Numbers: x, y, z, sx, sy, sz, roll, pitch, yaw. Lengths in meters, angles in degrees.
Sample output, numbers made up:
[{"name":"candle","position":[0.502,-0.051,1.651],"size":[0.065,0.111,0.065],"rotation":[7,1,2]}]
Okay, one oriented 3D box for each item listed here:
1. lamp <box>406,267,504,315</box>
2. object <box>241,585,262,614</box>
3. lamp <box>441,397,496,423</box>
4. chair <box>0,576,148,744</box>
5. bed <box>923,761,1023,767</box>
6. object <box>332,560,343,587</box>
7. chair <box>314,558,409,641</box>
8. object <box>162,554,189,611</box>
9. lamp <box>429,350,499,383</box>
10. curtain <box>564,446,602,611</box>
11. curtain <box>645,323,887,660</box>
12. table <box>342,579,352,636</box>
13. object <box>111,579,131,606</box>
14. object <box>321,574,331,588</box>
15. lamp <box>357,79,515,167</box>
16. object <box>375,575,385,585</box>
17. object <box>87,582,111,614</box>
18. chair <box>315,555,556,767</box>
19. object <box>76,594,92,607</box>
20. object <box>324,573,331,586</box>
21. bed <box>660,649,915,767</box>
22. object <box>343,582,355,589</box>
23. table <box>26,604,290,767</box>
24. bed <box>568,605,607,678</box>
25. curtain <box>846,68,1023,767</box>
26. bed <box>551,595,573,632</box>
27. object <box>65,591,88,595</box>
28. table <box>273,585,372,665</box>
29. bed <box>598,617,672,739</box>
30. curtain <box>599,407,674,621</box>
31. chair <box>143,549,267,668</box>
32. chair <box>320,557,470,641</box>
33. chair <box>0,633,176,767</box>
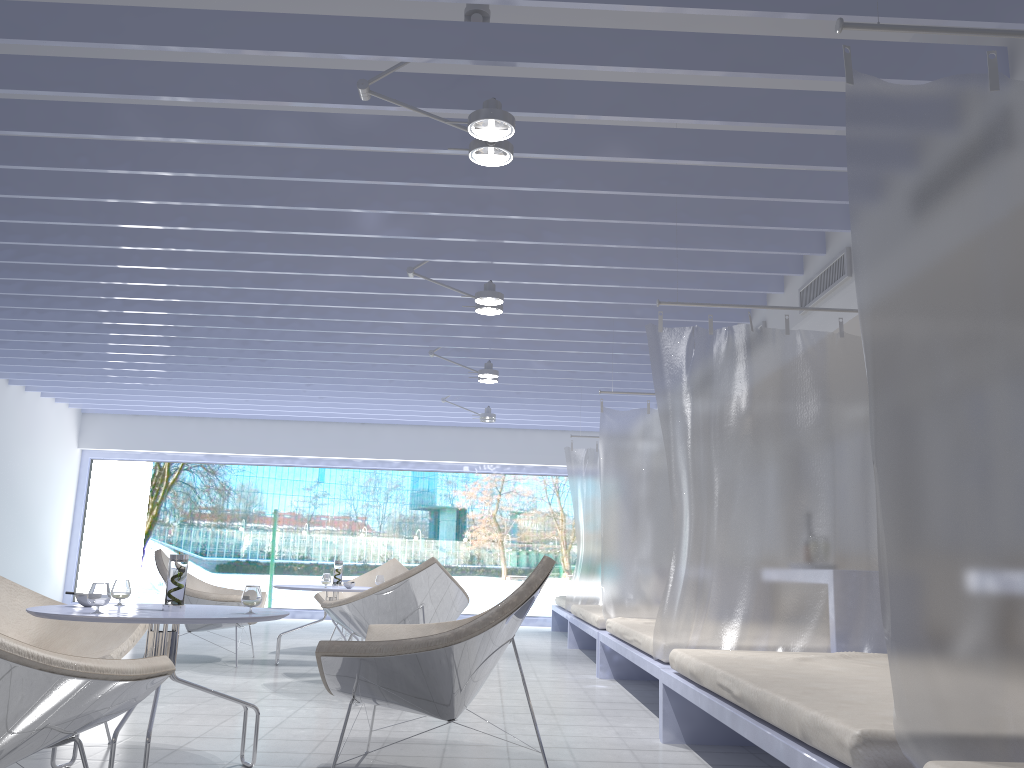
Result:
[{"name":"lamp","position":[-0.342,-0.578,5.334],"size":[0.587,0.218,0.380],"rotation":[2,-12,-1]},{"name":"object","position":[-0.867,0.717,2.952],"size":[0.068,0.091,0.068],"rotation":[4,-12,-11]},{"name":"lamp","position":[-0.463,0.266,9.446],"size":[0.587,0.218,0.380],"rotation":[2,-12,-1]},{"name":"chair","position":[-1.937,0.950,3.261],"size":[0.753,0.759,0.906],"rotation":[-1,-12,16]},{"name":"bed","position":[1.742,0.702,0.644],"size":[2.016,0.427,2.200],"rotation":[2,-12,-1]},{"name":"object","position":[-1.239,1.349,6.313],"size":[0.075,0.189,0.075],"rotation":[4,-12,-9]},{"name":"chair","position":[-1.069,1.793,7.209],"size":[0.906,0.759,0.753],"rotation":[0,-12,9]},{"name":"object","position":[-1.129,0.668,2.986],"size":[0.075,0.185,0.075],"rotation":[11,-15,-37]},{"name":"lamp","position":[-0.403,-0.158,7.380],"size":[0.587,0.218,0.380],"rotation":[2,-12,-1]},{"name":"curtain","position":[1.498,1.382,8.398],"size":[2.050,1.552,0.151],"rotation":[2,-12,-1]},{"name":"curtain","position":[1.625,0.494,4.073],"size":[2.050,1.552,0.151],"rotation":[2,-12,-1]},{"name":"table","position":[-1.337,2.246,8.884],"size":[0.823,0.534,0.825],"rotation":[13,-16,-43]},{"name":"object","position":[-1.396,0.744,3.165],"size":[0.068,0.091,0.068],"rotation":[4,-12,-11]},{"name":"object","position":[-1.254,1.330,5.984],"size":[0.068,0.091,0.068],"rotation":[-4,-13,27]},{"name":"lamp","position":[-0.282,-0.999,3.287],"size":[0.587,0.218,0.380],"rotation":[2,-12,-1]},{"name":"object","position":[-0.944,1.413,6.335],"size":[0.068,0.091,0.068],"rotation":[4,-12,-9]},{"name":"object","position":[-1.265,0.655,2.716],"size":[0.068,0.091,0.068],"rotation":[4,-12,-11]},{"name":"chair","position":[-0.221,0.981,3.137],"size":[0.753,0.759,0.906],"rotation":[1,-12,2]},{"name":"object","position":[-1.439,0.736,3.014],"size":[0.082,0.043,0.082],"rotation":[2,-12,0]},{"name":"object","position":[-1.366,1.440,6.533],"size":[0.068,0.091,0.068],"rotation":[-3,-12,21]},{"name":"bed","position":[1.678,1.146,2.809],"size":[2.016,0.427,2.200],"rotation":[2,-12,-1]},{"name":"object","position":[-1.107,1.368,6.023],"size":[0.082,0.043,0.082],"rotation":[9,-14,-32]},{"name":"table","position":[-1.181,1.023,2.935],"size":[0.825,0.534,0.823],"rotation":[7,-13,-24]},{"name":"bed","position":[1.551,2.035,7.133],"size":[2.016,0.427,2.200],"rotation":[2,-12,-1]},{"name":"curtain","position":[1.729,0.069,1.896],"size":[1.998,1.559,0.125],"rotation":[2,-12,-3]},{"name":"bed","position":[1.503,2.482,9.297],"size":[2.022,0.422,2.200],"rotation":[2,-12,-1]},{"name":"object","position":[-1.470,0.716,3.022],"size":[0.098,0.016,0.012],"rotation":[2,-12,-2]},{"name":"table","position":[-1.276,1.697,6.216],"size":[0.825,0.534,0.823],"rotation":[4,-12,-10]},{"name":"bed","position":[1.630,1.594,4.973],"size":[2.022,0.422,2.200],"rotation":[2,-12,-1]},{"name":"curtain","position":[1.601,0.958,6.223],"size":[1.998,1.559,0.125],"rotation":[2,-12,-3]},{"name":"chair","position":[-2.187,1.561,6.263],"size":[0.753,0.759,0.906],"rotation":[3,-12,-6]},{"name":"chair","position":[-0.654,1.455,5.502],"size":[0.906,0.759,0.753],"rotation":[9,-14,-30]},{"name":"chair","position":[-1.346,0.700,1.955],"size":[0.906,0.759,0.753],"rotation":[-1,-12,13]}]
